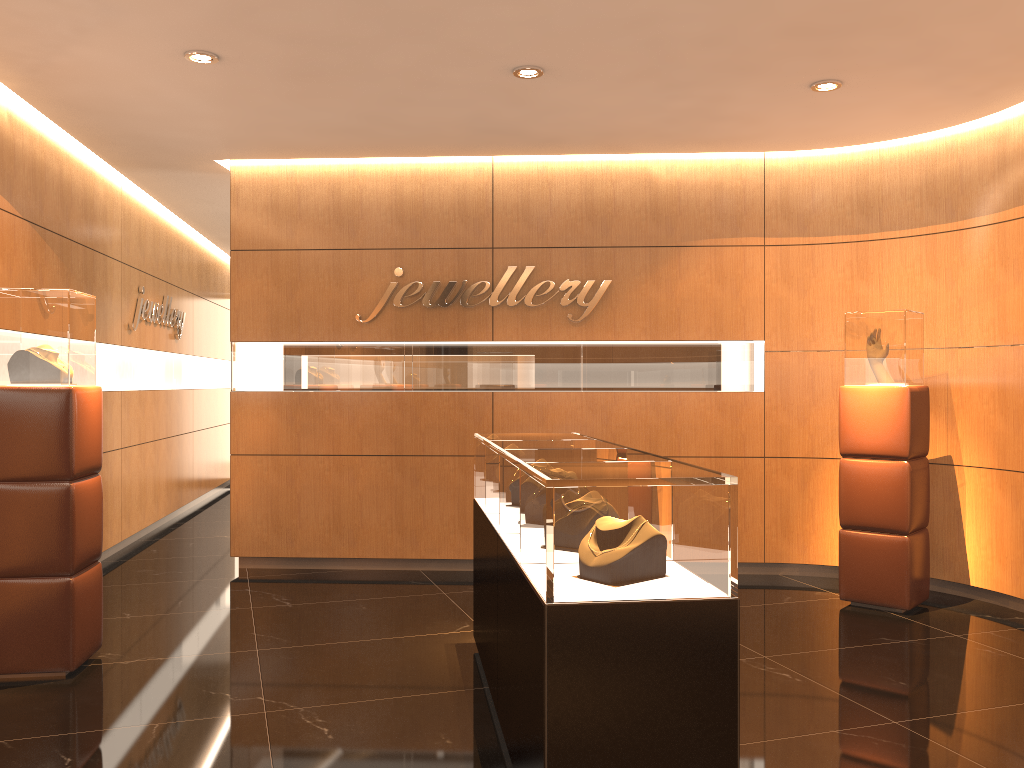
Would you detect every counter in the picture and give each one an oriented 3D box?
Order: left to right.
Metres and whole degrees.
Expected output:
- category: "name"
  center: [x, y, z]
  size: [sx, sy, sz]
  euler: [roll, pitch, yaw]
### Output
- category: "counter"
  center: [0.240, 0.873, 3.937]
  size: [0.615, 1.173, 2.514]
  euler: [0, 0, -7]

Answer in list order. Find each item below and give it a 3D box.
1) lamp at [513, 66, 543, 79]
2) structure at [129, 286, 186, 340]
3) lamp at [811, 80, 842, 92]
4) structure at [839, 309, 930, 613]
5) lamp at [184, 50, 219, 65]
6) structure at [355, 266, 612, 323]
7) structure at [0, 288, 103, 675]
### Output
- category: "lamp"
  center: [0.093, -1.819, 5.103]
  size: [0.176, 0.068, 0.176]
  euler: [0, 0, -13]
- category: "structure"
  center: [-3.617, -0.713, 9.130]
  size: [0.034, 0.442, 2.050]
  euler: [0, 0, -7]
- category: "lamp"
  center: [1.891, -1.819, 5.335]
  size: [0.176, 0.068, 0.176]
  euler: [0, 0, -13]
- category: "structure"
  center: [2.555, 0.510, 6.085]
  size: [0.498, 2.000, 0.484]
  euler: [0, 0, 40]
- category: "lamp"
  center: [-1.705, -1.819, 4.871]
  size: [0.176, 0.068, 0.176]
  euler: [0, 0, -13]
- category: "structure"
  center: [-0.234, -0.713, 7.065]
  size: [2.050, 0.442, 0.034]
  euler: [0, 0, 4]
- category: "structure"
  center: [-2.500, 0.494, 4.738]
  size: [0.498, 1.968, 0.484]
  euler: [0, 0, -8]
